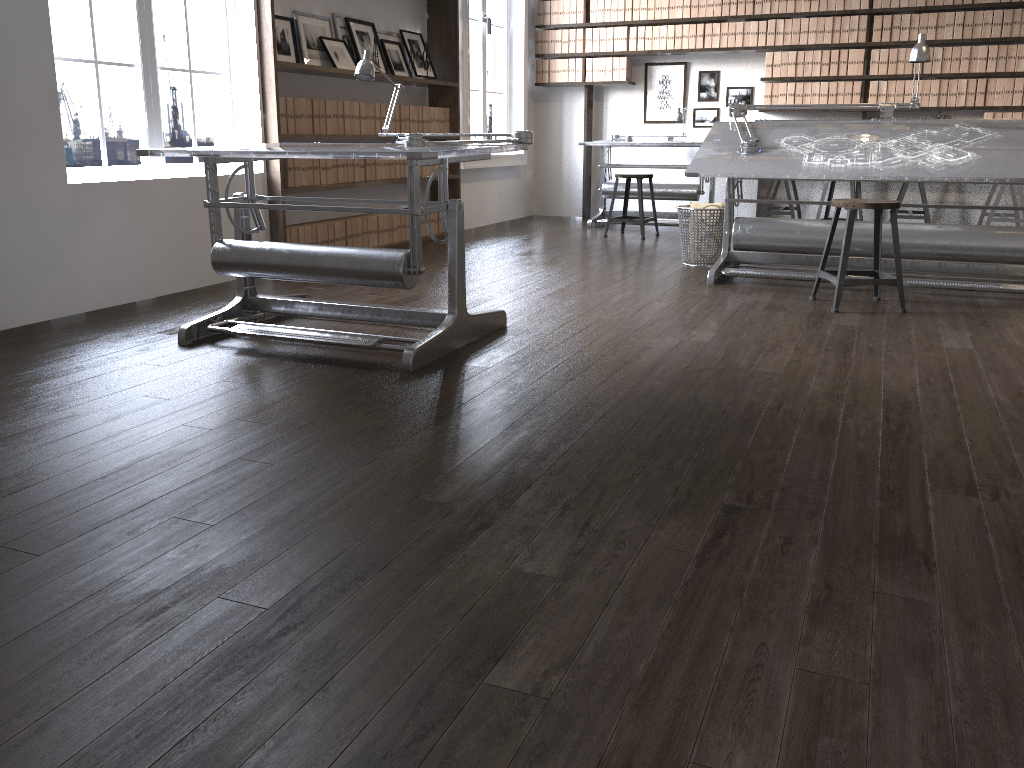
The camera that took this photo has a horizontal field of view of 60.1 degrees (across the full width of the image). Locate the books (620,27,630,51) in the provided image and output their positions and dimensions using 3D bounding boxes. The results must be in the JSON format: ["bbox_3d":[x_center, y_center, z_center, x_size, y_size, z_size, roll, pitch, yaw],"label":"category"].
[{"bbox_3d":[1.101,-3.317,8.536,0.067,0.223,0.176,5,15,22],"label":"books"}]

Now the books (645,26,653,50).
[{"bbox_3d":[1.326,-3.286,8.451,0.067,0.223,0.176,5,15,22],"label":"books"}]

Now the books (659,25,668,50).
[{"bbox_3d":[1.454,-3.271,8.397,0.067,0.223,0.176,5,15,22],"label":"books"}]

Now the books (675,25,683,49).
[{"bbox_3d":[1.586,-3.255,8.339,0.067,0.223,0.176,5,15,22],"label":"books"}]

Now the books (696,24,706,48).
[{"bbox_3d":[1.774,-3.234,8.264,0.067,0.223,0.176,5,15,22],"label":"books"}]

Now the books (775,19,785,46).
[{"bbox_3d":[2.428,-3.166,7.998,0.067,0.223,0.176,5,15,22],"label":"books"}]

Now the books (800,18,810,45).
[{"bbox_3d":[2.621,-3.143,7.917,0.067,0.223,0.176,5,15,22],"label":"books"}]

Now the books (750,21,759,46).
[{"bbox_3d":[2.222,-3.182,8.083,0.067,0.223,0.176,5,15,22],"label":"books"}]

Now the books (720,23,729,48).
[{"bbox_3d":[1.976,-3.212,8.187,0.067,0.223,0.176,5,15,22],"label":"books"}]

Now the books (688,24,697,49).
[{"bbox_3d":[1.708,-3.243,8.297,0.067,0.223,0.176,5,15,22],"label":"books"}]

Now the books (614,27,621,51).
[{"bbox_3d":[1.045,-3.325,8.564,0.067,0.223,0.176,5,15,22],"label":"books"}]

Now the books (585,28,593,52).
[{"bbox_3d":[0.779,-3.355,8.668,0.067,0.223,0.176,5,15,22],"label":"books"}]

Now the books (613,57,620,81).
[{"bbox_3d":[1.039,-3.060,8.630,0.067,0.223,0.176,5,15,22],"label":"books"}]

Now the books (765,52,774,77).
[{"bbox_3d":[2.357,-2.906,8.086,0.067,0.223,0.176,5,15,22],"label":"books"}]

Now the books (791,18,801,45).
[{"bbox_3d":[2.557,-3.151,7.947,0.067,0.223,0.176,5,15,22],"label":"books"}]

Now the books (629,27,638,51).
[{"bbox_3d":[1.185,-3.302,8.507,0.067,0.223,0.176,5,15,22],"label":"books"}]

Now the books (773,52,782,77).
[{"bbox_3d":[2.425,-2.899,8.060,0.067,0.223,0.176,5,15,22],"label":"books"}]

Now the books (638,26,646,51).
[{"bbox_3d":[1.260,-3.293,8.474,0.067,0.223,0.176,5,15,22],"label":"books"}]

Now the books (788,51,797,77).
[{"bbox_3d":[2.543,-2.884,8.009,0.067,0.223,0.176,5,15,22],"label":"books"}]

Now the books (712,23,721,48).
[{"bbox_3d":[1.909,-3.218,8.210,0.067,0.223,0.176,5,15,22],"label":"books"}]

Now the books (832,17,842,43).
[{"bbox_3d":[2.871,-3.115,7.820,0.067,0.223,0.176,5,15,22],"label":"books"}]

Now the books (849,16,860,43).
[{"bbox_3d":[3.000,-3.099,7.763,0.067,0.223,0.176,5,15,22],"label":"books"}]

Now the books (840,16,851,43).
[{"bbox_3d":[2.937,-3.108,7.793,0.067,0.223,0.176,5,15,22],"label":"books"}]

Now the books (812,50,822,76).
[{"bbox_3d":[2.737,-2.863,7.931,0.067,0.223,0.176,5,15,22],"label":"books"}]

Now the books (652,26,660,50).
[{"bbox_3d":[1.391,-3.279,8.427,0.067,0.223,0.176,5,15,22],"label":"books"}]

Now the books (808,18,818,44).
[{"bbox_3d":[2.688,-3.136,7.891,0.067,0.223,0.176,5,15,22],"label":"books"}]

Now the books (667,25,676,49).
[{"bbox_3d":[1.520,-3.262,8.367,0.067,0.223,0.176,5,15,22],"label":"books"}]

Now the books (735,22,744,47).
[{"bbox_3d":[2.101,-3.195,8.130,0.067,0.223,0.176,5,15,22],"label":"books"}]

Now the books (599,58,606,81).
[{"bbox_3d":[0.912,-3.074,8.680,0.067,0.223,0.176,5,15,22],"label":"books"}]

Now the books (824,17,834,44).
[{"bbox_3d":[2.807,-3.121,7.840,0.067,0.223,0.176,5,15,22],"label":"books"}]

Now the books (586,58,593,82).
[{"bbox_3d":[0.786,-3.087,8.728,0.067,0.223,0.176,5,15,22],"label":"books"}]

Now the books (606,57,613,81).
[{"bbox_3d":[0.972,-3.065,8.651,0.067,0.223,0.176,5,15,22],"label":"books"}]

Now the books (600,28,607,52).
[{"bbox_3d":[0.913,-3.341,8.621,0.067,0.223,0.176,5,15,22],"label":"books"}]

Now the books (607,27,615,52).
[{"bbox_3d":[0.976,-3.333,8.593,0.067,0.223,0.176,5,15,22],"label":"books"}]

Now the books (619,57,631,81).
[{"bbox_3d":[1.102,-3.052,8.602,0.067,0.223,0.176,5,15,22],"label":"books"}]

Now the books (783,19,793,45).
[{"bbox_3d":[2.494,-3.159,7.975,0.067,0.223,0.176,5,15,22],"label":"books"}]

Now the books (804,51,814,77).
[{"bbox_3d":[2.673,-2.871,7.962,0.067,0.223,0.176,5,15,22],"label":"books"}]

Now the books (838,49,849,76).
[{"bbox_3d":[2.942,-2.840,7.853,0.067,0.223,0.176,5,15,22],"label":"books"}]

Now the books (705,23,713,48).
[{"bbox_3d":[1.845,-3.227,8.241,0.067,0.223,0.176,5,15,22],"label":"books"}]

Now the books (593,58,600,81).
[{"bbox_3d":[0.853,-3.080,8.702,0.067,0.223,0.176,5,15,22],"label":"books"}]

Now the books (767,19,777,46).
[{"bbox_3d":[2.360,-3.172,8.022,0.067,0.223,0.176,5,15,22],"label":"books"}]

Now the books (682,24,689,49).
[{"bbox_3d":[1.646,-3.249,8.320,0.067,0.223,0.176,5,15,22],"label":"books"}]

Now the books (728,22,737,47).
[{"bbox_3d":[2.041,-3.204,8.160,0.067,0.223,0.176,5,15,22],"label":"books"}]

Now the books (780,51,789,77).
[{"bbox_3d":[2.483,-2.893,8.038,0.067,0.223,0.176,5,15,22],"label":"books"}]

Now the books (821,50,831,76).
[{"bbox_3d":[2.804,-2.856,7.909,0.067,0.223,0.176,5,15,22],"label":"books"}]

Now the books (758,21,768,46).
[{"bbox_3d":[2.288,-3.174,8.054,0.067,0.223,0.176,5,15,22],"label":"books"}]

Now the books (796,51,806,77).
[{"bbox_3d":[2.608,-2.879,7.989,0.067,0.223,0.176,5,15,22],"label":"books"}]

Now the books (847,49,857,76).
[{"bbox_3d":[3.011,-2.832,7.822,0.067,0.223,0.176,5,15,22],"label":"books"}]

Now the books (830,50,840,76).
[{"bbox_3d":[2.871,-2.847,7.876,0.067,0.223,0.176,5,15,22],"label":"books"}]

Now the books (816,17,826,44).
[{"bbox_3d":[2.747,-3.129,7.869,0.067,0.223,0.176,5,15,22],"label":"books"}]

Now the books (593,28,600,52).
[{"bbox_3d":[0.847,-3.348,8.644,0.067,0.223,0.176,5,15,22],"label":"books"}]

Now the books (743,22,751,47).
[{"bbox_3d":[2.165,-3.190,8.109,0.067,0.223,0.176,5,15,22],"label":"books"}]
